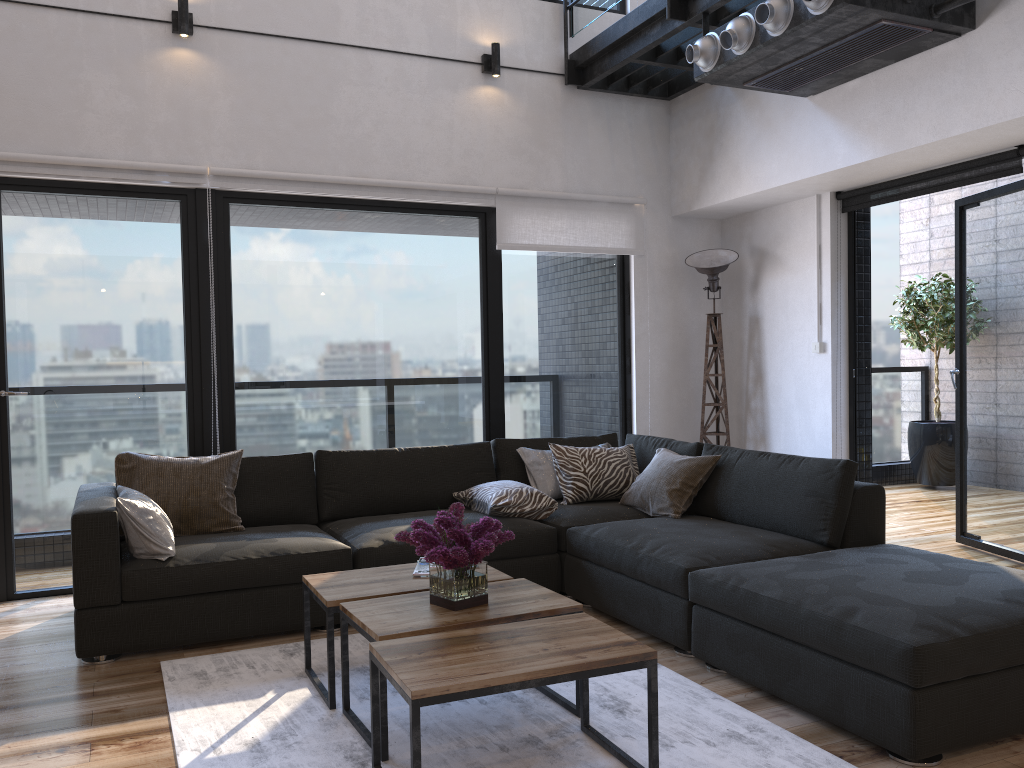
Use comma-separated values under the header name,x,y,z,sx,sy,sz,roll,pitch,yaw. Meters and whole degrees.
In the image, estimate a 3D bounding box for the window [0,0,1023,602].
name,x,y,z,sx,sy,sz,roll,pitch,yaw
window,-1.062,-1.534,2.950,13.395,5.570,5.662,-2,1,-24

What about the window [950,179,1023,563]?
name,x,y,z,sx,sy,sz,roll,pitch,yaw
window,2.815,-0.054,4.106,0.100,2.051,2.447,-1,1,-7

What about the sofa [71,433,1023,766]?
name,x,y,z,sx,sy,sz,roll,pitch,yaw
sofa,-0.034,0.670,3.443,3.043,0.701,2.998,-2,1,-24

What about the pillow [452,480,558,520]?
name,x,y,z,sx,sy,sz,roll,pitch,yaw
pillow,-0.043,0.580,4.432,0.356,0.178,0.530,-2,1,-26

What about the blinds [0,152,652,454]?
name,x,y,z,sx,sy,sz,roll,pitch,yaw
blinds,-1.515,-0.098,4.593,5.368,2.045,0.095,-2,2,-24

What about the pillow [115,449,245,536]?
name,x,y,z,sx,sy,sz,roll,pitch,yaw
pillow,-1.508,0.492,4.003,0.609,0.382,0.265,-2,2,-24

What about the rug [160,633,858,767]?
name,x,y,z,sx,sy,sz,roll,pitch,yaw
rug,-0.142,1.033,2.708,1.636,0.003,2.113,-2,1,-24

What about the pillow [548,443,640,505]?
name,x,y,z,sx,sy,sz,roll,pitch,yaw
pillow,0.459,0.459,4.684,0.531,0.314,0.250,-2,2,-20

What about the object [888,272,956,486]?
name,x,y,z,sx,sy,sz,roll,pitch,yaw
object,3.747,-0.058,7.764,0.812,1.863,0.800,-1,2,19

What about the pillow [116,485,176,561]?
name,x,y,z,sx,sy,sz,roll,pitch,yaw
pillow,-1.506,0.564,3.636,0.212,0.266,0.498,-2,1,-24

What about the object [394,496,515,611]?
name,x,y,z,sx,sy,sz,roll,pitch,yaw
object,-0.164,0.511,2.749,0.341,0.343,0.375,-2,1,-23

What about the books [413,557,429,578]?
name,x,y,z,sx,sy,sz,roll,pitch,yaw
books,-0.243,0.669,3.250,0.228,0.013,0.295,-1,1,-3

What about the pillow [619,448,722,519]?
name,x,y,z,sx,sy,sz,roll,pitch,yaw
pillow,0.762,0.488,4.376,0.273,0.309,0.547,-2,1,-25

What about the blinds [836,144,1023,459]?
name,x,y,z,sx,sy,sz,roll,pitch,yaw
blinds,3.342,-0.070,3.590,3.861,2.053,1.828,-1,2,20

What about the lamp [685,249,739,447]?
name,x,y,z,sx,sy,sz,roll,pitch,yaw
lamp,0.955,0.062,5.312,1.468,1.828,0.425,-2,2,-39

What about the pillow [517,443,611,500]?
name,x,y,z,sx,sy,sz,roll,pitch,yaw
pillow,0.337,0.483,4.801,0.611,0.294,0.234,-2,2,-24

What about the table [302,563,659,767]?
name,x,y,z,sx,sy,sz,roll,pitch,yaw
table,-0.166,0.857,2.734,0.697,0.350,1.298,-2,1,-24
